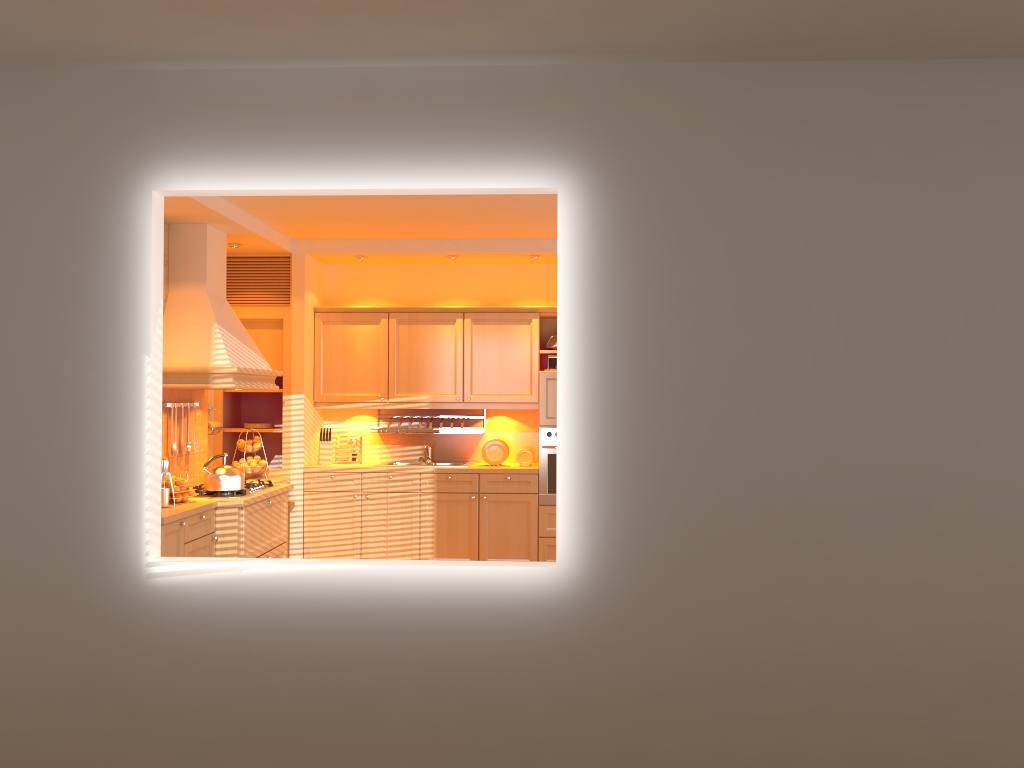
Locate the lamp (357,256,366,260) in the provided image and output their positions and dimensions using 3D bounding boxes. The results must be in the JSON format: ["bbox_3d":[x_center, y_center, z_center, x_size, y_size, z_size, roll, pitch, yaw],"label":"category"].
[{"bbox_3d":[-1.183,-0.992,6.968,0.070,0.021,0.070,1,-1,-37],"label":"lamp"}]

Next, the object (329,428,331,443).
[{"bbox_3d":[-1.448,0.482,7.054,0.019,0.265,0.037,0,-1,-14],"label":"object"}]

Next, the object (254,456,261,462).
[{"bbox_3d":[-1.909,0.562,6.644,0.050,0.052,0.049,0,-1,10],"label":"object"}]

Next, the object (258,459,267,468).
[{"bbox_3d":[-1.870,0.596,6.652,0.064,0.060,0.063,0,-1,18],"label":"object"}]

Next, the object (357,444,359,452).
[{"bbox_3d":[-1.255,0.551,7.194,0.044,0.178,0.019,1,-1,-21],"label":"object"}]

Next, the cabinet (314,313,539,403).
[{"bbox_3d":[-0.675,-0.209,7.197,1.792,0.712,0.332,0,-1,3],"label":"cabinet"}]

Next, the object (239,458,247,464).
[{"bbox_3d":[-2.007,0.582,6.615,0.056,0.058,0.055,0,-1,38],"label":"object"}]

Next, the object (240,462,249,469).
[{"bbox_3d":[-1.980,0.606,6.566,0.063,0.063,0.063,0,-1,14],"label":"object"}]

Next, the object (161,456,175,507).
[{"bbox_3d":[-1.944,0.545,4.940,0.101,0.288,0.088,0,-1,3],"label":"object"}]

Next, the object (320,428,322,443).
[{"bbox_3d":[-1.512,0.481,7.027,0.019,0.265,0.037,1,-1,-33],"label":"object"}]

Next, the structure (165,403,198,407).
[{"bbox_3d":[-2.161,0.136,5.823,0.009,0.024,0.506,0,-1,3],"label":"structure"}]

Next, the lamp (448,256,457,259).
[{"bbox_3d":[-0.464,-0.989,6.938,0.070,0.021,0.070,0,-1,42],"label":"lamp"}]

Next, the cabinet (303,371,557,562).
[{"bbox_3d":[-0.087,0.753,7.010,3.000,1.700,0.625,0,-1,3],"label":"cabinet"}]

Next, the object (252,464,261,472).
[{"bbox_3d":[-1.907,0.628,6.611,0.064,0.062,0.064,0,-1,-10],"label":"object"}]

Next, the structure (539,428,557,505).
[{"bbox_3d":[0.491,0.623,6.687,0.576,0.583,0.066,0,-1,3],"label":"structure"}]

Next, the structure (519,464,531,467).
[{"bbox_3d":[0.106,0.641,7.037,0.084,0.010,0.219,0,-1,4],"label":"structure"}]

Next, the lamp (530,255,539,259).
[{"bbox_3d":[0.177,-0.987,6.907,0.070,0.021,0.070,1,-1,-37],"label":"lamp"}]

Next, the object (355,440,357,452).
[{"bbox_3d":[-1.265,0.542,7.178,0.022,0.196,0.018,0,-1,7],"label":"object"}]

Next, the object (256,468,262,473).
[{"bbox_3d":[-1.915,0.639,6.677,0.063,0.061,0.064,1,-1,-19],"label":"object"}]

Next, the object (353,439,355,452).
[{"bbox_3d":[-1.276,0.542,7.173,0.017,0.196,0.020,0,-1,28],"label":"object"}]

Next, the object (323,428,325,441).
[{"bbox_3d":[-1.492,0.481,7.036,0.019,0.265,0.038,0,-1,-14],"label":"object"}]

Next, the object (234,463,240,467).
[{"bbox_3d":[-2.040,0.613,6.595,0.056,0.057,0.053,1,-1,-20],"label":"object"}]

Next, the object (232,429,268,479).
[{"bbox_3d":[-1.969,0.524,6.663,0.265,0.376,0.265,1,-1,-38],"label":"object"}]

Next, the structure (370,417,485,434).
[{"bbox_3d":[-0.677,0.333,7.206,0.900,0.126,0.300,0,-1,3],"label":"structure"}]

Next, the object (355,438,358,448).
[{"bbox_3d":[-1.277,0.539,7.212,0.042,0.192,0.040,1,-1,-38],"label":"object"}]

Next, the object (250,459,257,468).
[{"bbox_3d":[-1.915,0.589,6.569,0.056,0.063,0.065,1,-1,-21],"label":"object"}]

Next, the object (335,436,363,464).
[{"bbox_3d":[-1.322,0.532,7.205,0.200,0.221,0.103,0,-1,3],"label":"object"}]

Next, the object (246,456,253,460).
[{"bbox_3d":[-1.970,0.563,6.663,0.050,0.048,0.051,0,-1,36],"label":"object"}]

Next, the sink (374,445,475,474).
[{"bbox_3d":[-0.685,0.649,7.050,0.746,0.336,0.465,0,-1,3],"label":"sink"}]

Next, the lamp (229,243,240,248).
[{"bbox_3d":[-2.013,-1.003,6.431,0.070,0.021,0.070,0,-1,-14],"label":"lamp"}]

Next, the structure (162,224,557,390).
[{"bbox_3d":[-0.449,-0.432,6.458,4.091,1.148,1.061,1,-1,-23],"label":"structure"}]

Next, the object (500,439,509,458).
[{"bbox_3d":[-0.123,0.540,7.107,0.205,0.200,0.049,0,-1,4],"label":"object"}]

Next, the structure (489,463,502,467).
[{"bbox_3d":[-0.129,0.640,7.017,0.084,0.010,0.219,0,-1,6],"label":"structure"}]

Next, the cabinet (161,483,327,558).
[{"bbox_3d":[-1.769,1.162,5.969,1.141,0.840,2.850,0,-1,3],"label":"cabinet"}]

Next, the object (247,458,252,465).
[{"bbox_3d":[-1.945,0.582,6.617,0.063,0.061,0.063,1,-1,-24],"label":"object"}]

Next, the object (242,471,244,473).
[{"bbox_3d":[-2.016,0.646,6.630,0.046,0.043,0.047,1,-1,-37],"label":"object"}]

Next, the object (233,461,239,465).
[{"bbox_3d":[-2.079,0.602,6.679,0.044,0.047,0.046,0,-1,23],"label":"object"}]

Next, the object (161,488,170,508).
[{"bbox_3d":[-1.944,0.636,4.953,0.060,0.106,0.060,1,-1,-29],"label":"object"}]

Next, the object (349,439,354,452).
[{"bbox_3d":[-1.290,0.538,7.165,0.042,0.192,0.040,1,-1,-37],"label":"object"}]

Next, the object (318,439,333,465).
[{"bbox_3d":[-1.483,0.539,7.054,0.100,0.200,0.070,1,-1,-24],"label":"object"}]

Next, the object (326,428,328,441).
[{"bbox_3d":[-1.470,0.482,7.045,0.019,0.265,0.038,0,-1,-14],"label":"object"}]

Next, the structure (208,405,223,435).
[{"bbox_3d":[-2.244,0.264,6.583,0.126,0.220,0.320,0,-1,3],"label":"structure"}]

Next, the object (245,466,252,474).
[{"bbox_3d":[-1.966,0.642,6.612,0.052,0.056,0.057,1,-1,-35],"label":"object"}]

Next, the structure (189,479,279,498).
[{"bbox_3d":[-1.885,0.678,5.806,0.494,0.051,0.797,0,-1,3],"label":"structure"}]
